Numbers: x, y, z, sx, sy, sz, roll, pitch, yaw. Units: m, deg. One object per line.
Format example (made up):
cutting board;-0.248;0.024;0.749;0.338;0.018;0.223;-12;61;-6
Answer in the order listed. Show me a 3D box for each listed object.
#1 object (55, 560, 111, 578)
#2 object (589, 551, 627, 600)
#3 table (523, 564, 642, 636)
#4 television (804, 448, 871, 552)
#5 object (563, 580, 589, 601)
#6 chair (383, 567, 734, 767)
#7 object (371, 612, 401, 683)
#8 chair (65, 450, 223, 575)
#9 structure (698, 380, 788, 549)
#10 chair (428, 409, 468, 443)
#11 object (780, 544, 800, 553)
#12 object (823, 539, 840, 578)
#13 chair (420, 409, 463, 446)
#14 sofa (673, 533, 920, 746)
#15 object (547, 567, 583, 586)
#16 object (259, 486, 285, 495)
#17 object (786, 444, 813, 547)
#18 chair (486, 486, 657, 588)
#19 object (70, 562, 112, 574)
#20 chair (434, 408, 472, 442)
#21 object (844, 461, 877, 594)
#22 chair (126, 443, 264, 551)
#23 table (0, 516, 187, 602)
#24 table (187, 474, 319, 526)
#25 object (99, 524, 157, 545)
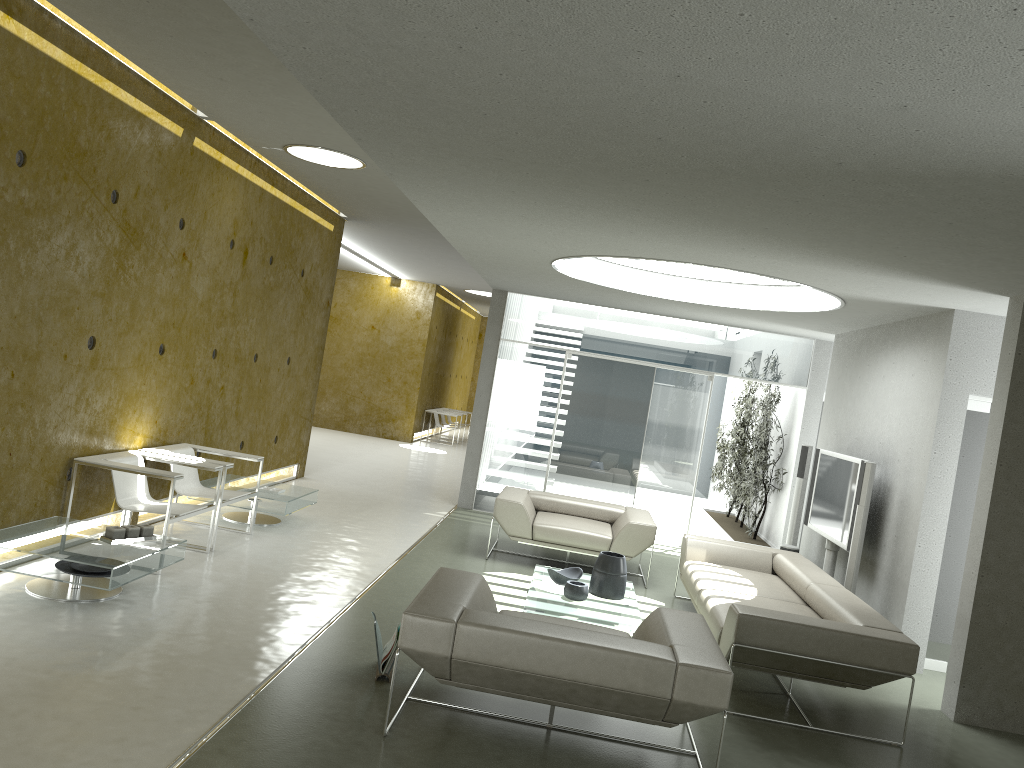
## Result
object;-2.430;1.070;5.135;0.394;0.027;0.394;9;1;-12
object;0.719;1.407;6.535;0.265;0.309;0.265;9;1;-12
table;0.507;1.631;6.466;0.790;0.200;1.500;9;0;5
television;2.969;1.026;8.046;0.127;0.781;1.603;9;0;5
object;0.453;1.466;6.272;0.177;0.113;0.177;9;1;-15
chair;0.234;1.411;4.404;1.481;0.583;1.039;9;0;5
object;-0.681;1.408;4.783;0.216;0.288;0.329;9;0;-5
chair;-2.616;0.887;6.333;0.710;0.667;0.800;9;0;5
structure;3.210;0.811;12.279;0.646;2.589;3.371;9;0;4
chair;-1.465;0.954;20.256;0.710;0.667;0.800;9;0;5
object;2.727;1.840;8.823;0.175;0.461;0.185;9;0;-1
object;2.797;1.743;8.057;0.323;0.689;0.882;9;0;5
chair;-1.535;0.950;19.403;0.710;0.667;0.800;9;0;5
sofa;1.835;1.652;6.352;1.037;0.585;2.791;9;0;5
object;0.393;1.447;6.663;0.223;0.125;0.317;10;1;41
object;-2.176;0.964;8.028;0.197;0.029;0.189;9;0;5
object;2.951;1.362;9.197;0.310;1.469;0.310;10;1;32
chair;0.572;1.430;8.489;1.481;0.583;1.039;9;0;5
object;-2.429;1.067;5.135;0.239;0.027;0.239;9;1;22
chair;-1.394;0.958;21.109;0.710;0.667;0.800;9;0;5
object;2.701;1.341;6.972;0.310;1.469;0.310;9;1;-18
chair;-2.545;0.892;7.186;0.710;0.667;0.800;9;0;5
table;-2.608;1.083;5.336;0.900;0.300;0.900;9;0;5
table;-2.373;1.097;8.175;0.900;0.300;0.900;9;0;5
object;-2.366;0.920;5.490;0.118;0.097;0.326;10;1;30
